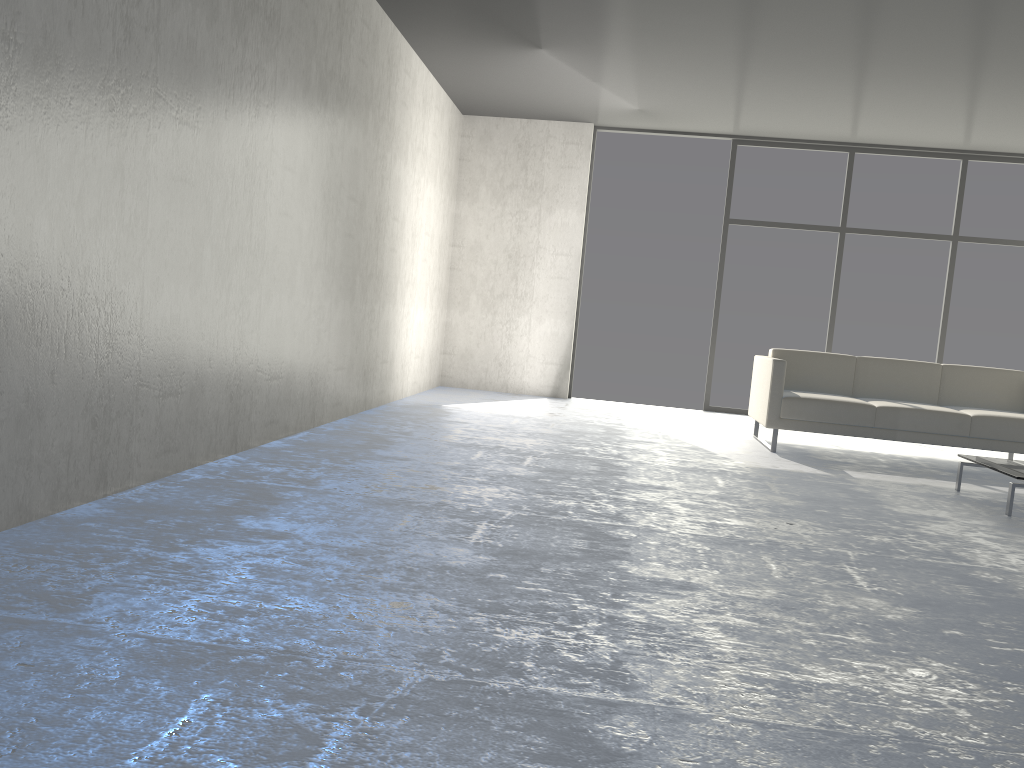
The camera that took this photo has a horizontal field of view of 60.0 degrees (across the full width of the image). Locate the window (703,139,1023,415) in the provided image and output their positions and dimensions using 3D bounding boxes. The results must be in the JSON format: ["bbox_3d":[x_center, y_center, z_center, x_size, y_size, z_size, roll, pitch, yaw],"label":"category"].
[{"bbox_3d":[3.894,-0.780,7.868,4.080,2.477,0.037,6,4,7],"label":"window"}]

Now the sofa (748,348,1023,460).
[{"bbox_3d":[2.605,0.170,5.903,1.881,0.658,0.821,6,4,7],"label":"sofa"}]

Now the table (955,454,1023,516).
[{"bbox_3d":[2.732,0.534,4.390,0.773,0.190,0.730,6,4,7],"label":"table"}]
